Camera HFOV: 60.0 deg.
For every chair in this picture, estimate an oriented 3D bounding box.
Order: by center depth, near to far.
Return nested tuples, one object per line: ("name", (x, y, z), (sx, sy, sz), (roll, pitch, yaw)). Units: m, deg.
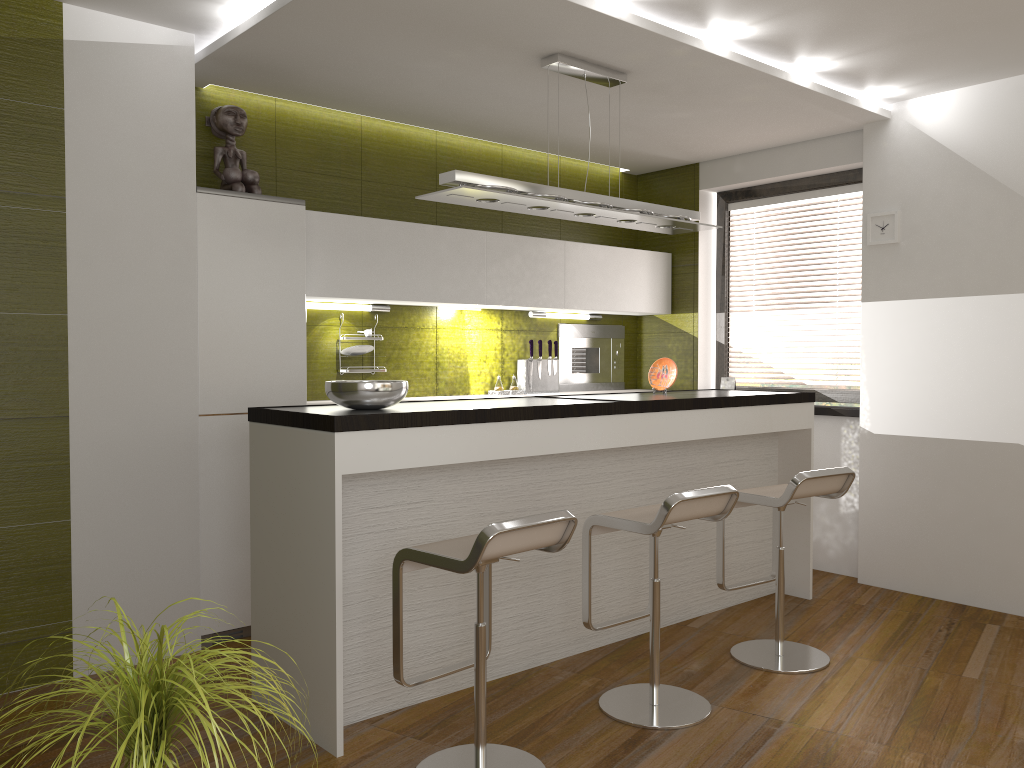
("chair", (-0.085, 0.814, 2.783), (0.460, 0.857, 0.418), (2, 3, 44))
("chair", (0.555, 0.797, 3.337), (0.418, 0.857, 0.460), (-2, 2, -41))
("chair", (1.195, 0.780, 3.891), (0.418, 0.857, 0.460), (-1, 2, -36))

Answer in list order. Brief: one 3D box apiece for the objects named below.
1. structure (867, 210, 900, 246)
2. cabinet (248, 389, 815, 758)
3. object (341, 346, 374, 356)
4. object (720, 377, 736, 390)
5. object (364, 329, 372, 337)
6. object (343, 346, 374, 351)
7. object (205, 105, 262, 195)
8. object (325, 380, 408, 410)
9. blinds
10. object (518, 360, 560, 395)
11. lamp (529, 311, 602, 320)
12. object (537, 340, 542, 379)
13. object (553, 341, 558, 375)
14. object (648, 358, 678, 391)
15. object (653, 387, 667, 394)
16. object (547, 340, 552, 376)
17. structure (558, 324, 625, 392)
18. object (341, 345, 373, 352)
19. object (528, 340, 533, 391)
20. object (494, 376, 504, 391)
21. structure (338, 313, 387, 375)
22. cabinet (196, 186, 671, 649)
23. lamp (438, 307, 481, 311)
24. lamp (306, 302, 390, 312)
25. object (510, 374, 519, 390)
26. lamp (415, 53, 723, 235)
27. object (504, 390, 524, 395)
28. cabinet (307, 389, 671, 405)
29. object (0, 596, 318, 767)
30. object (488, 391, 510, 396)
("structure", (2.106, -0.883, 5.030), (0.026, 0.180, 0.180), (-2, 2, -41))
("cabinet", (0.319, 0.634, 4.128), (2.947, 1.134, 0.663), (-2, 2, -41))
("object", (-0.859, -0.184, 4.935), (0.181, 0.052, 0.173), (-2, 2, -41))
("object", (1.466, 0.040, 6.017), (0.106, 0.169, 0.057), (2, 2, 44))
("object", (-0.816, -0.287, 5.026), (0.046, 0.053, 0.051), (0, 2, -9))
("object", (-0.860, -0.187, 4.935), (0.181, 0.052, 0.173), (-2, 2, -41))
("object", (-1.360, -1.139, 4.358), (0.195, 0.488, 0.304), (-2, 2, -43))
("object", (-0.551, 0.042, 3.367), (0.311, 0.105, 0.311), (-1, 2, -28))
("blinds", (2.203, -3.253, 9.858), (16.000, 12.704, 9.030), (0, 2, -1))
("object", (0.173, -0.046, 5.803), (0.293, 0.227, 0.107), (-2, 2, -41))
("lamp", (0.374, -0.464, 6.049), (0.716, 0.041, 0.095), (-2, 2, -41))
("object", (0.178, -0.155, 5.751), (0.042, 0.264, 0.013), (-2, 2, -41))
("object", (0.284, -0.170, 5.841), (0.040, 0.231, 0.013), (-2, 2, -41))
("object", (0.810, -0.053, 4.757), (0.055, 0.178, 0.184), (-2, 3, -45))
("object", (0.810, -0.015, 4.757), (0.088, 0.131, 0.072), (2, 2, 44))
("object", (0.245, -0.168, 5.808), (0.036, 0.243, 0.013), (-2, 2, -41))
("structure", (0.571, -0.183, 6.274), (0.663, 0.469, 0.015), (-2, 2, -41))
("object", (-0.860, -0.190, 4.936), (0.181, 0.052, 0.173), (-2, 2, -41))
("object", (0.118, -0.116, 5.700), (0.046, 0.339, 0.013), (-2, 2, -41))
("object", (-0.082, 0.003, 5.574), (0.059, 0.121, 0.059), (0, 2, 5))
("structure", (-0.843, -0.225, 4.991), (0.266, 0.346, 0.110), (-2, 2, -41))
("cabinet", (-0.326, 0.118, 5.382), (3.471, 2.089, 0.724), (-2, 2, -41))
("lamp", (-0.324, -0.466, 5.503), (0.334, 0.008, 0.008), (-2, 2, -41))
("lamp", (-0.988, -0.428, 4.911), (0.715, 0.041, 0.041), (-2, 2, -41))
("object", (0.014, -0.001, 5.673), (0.059, 0.121, 0.059), (1, 2, 16))
("lamp", (0.337, -1.124, 4.107), (1.677, 0.683, 0.326), (-2, 2, -41))
("object", (0.014, 0.054, 5.675), (0.107, 0.032, 0.107), (-1, 2, -29))
("cabinet", (-0.044, 0.617, 5.479), (2.940, 1.086, 0.465), (-2, 2, -41))
("object", (-0.641, 0.829, 1.570), (0.585, 0.904, 0.606), (1, 2, 18))
("object", (-0.083, 0.057, 5.575), (0.107, 0.032, 0.107), (-2, 2, -40))
